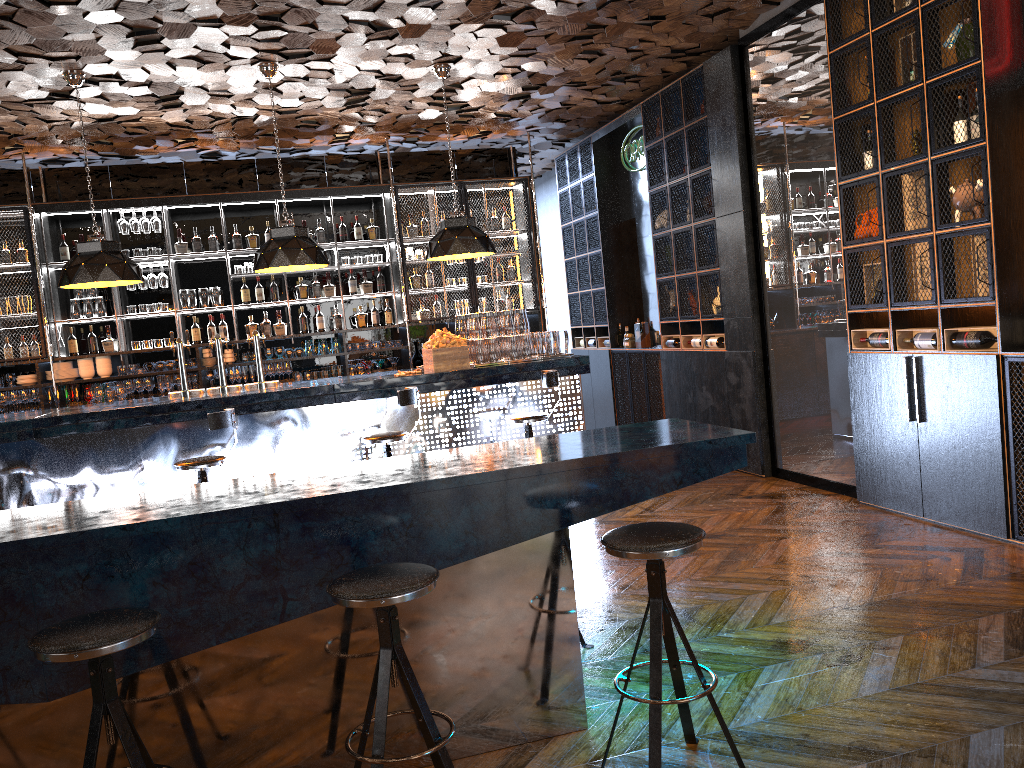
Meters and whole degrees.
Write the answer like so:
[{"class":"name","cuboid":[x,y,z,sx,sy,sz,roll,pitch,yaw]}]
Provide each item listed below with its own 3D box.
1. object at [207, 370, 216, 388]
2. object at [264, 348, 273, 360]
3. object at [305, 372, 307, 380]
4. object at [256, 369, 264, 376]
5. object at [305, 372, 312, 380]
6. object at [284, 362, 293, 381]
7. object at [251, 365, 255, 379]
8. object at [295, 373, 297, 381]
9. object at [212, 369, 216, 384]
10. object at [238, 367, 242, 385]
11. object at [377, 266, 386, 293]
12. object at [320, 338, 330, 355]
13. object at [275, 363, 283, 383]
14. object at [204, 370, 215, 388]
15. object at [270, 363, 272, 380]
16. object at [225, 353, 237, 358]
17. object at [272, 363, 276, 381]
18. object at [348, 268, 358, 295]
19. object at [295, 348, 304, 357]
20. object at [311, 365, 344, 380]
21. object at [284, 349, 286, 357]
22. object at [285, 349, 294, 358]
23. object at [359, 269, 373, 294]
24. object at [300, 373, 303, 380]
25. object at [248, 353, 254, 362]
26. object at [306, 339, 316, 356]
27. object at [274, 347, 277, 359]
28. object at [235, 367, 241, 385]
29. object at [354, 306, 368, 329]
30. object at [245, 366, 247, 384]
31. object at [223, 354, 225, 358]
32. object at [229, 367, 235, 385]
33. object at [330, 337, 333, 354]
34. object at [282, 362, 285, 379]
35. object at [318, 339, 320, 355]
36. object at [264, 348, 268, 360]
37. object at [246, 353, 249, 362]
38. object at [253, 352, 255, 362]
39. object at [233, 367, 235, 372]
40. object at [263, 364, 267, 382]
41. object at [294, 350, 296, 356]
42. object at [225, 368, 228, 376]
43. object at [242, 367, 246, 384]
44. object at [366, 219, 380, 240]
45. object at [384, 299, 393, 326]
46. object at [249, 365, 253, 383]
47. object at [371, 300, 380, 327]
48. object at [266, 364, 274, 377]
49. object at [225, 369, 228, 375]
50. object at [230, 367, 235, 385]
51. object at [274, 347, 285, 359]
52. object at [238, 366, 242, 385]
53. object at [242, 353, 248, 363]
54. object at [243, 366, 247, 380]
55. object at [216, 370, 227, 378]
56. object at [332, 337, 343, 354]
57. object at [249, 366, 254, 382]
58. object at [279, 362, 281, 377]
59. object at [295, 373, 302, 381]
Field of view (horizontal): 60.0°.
[{"class":"object","cuboid":[-3.148,-0.032,9.296,0.108,0.227,0.108,-9,5,-36]},{"class":"object","cuboid":[-2.554,-0.313,9.320,0.100,0.125,0.100,-4,4,23]},{"class":"object","cuboid":[-2.197,-0.079,9.545,0.067,0.099,0.067,-10,6,-44]},{"class":"object","cuboid":[-2.640,-0.084,9.310,0.091,0.229,0.091,-8,5,-29]},{"class":"object","cuboid":[-2.162,-0.073,9.425,0.067,0.099,0.067,-10,6,-44]},{"class":"object","cuboid":[-2.363,-0.117,9.389,0.091,0.229,0.091,-10,6,-43]},{"class":"object","cuboid":[-2.743,-0.081,9.396,0.049,0.231,0.049,-6,4,-8]},{"class":"object","cuboid":[-2.320,-0.072,9.616,0.067,0.100,0.067,-7,4,-23]},{"class":"object","cuboid":[-3.180,-0.037,9.414,0.108,0.227,0.108,-5,4,16]},{"class":"object","cuboid":[-2.875,-0.065,9.341,0.058,0.234,0.058,-4,4,18]},{"class":"object","cuboid":[-1.450,-1.151,9.793,0.086,0.299,0.086,-3,5,33]},{"class":"object","cuboid":[-1.997,-0.399,9.411,0.115,0.172,0.101,-8,5,-31]},{"class":"object","cuboid":[-2.455,-0.106,9.365,0.091,0.229,0.091,-5,4,12]},{"class":"object","cuboid":[-3.120,-0.026,9.180,0.108,0.227,0.108,-8,4,-24]},{"class":"object","cuboid":[-2.608,-0.105,9.559,0.091,0.229,0.091,-3,5,36]},{"class":"object","cuboid":[-2.945,-0.287,9.258,0.094,0.069,0.106,-4,5,26]},{"class":"object","cuboid":[-2.540,-0.105,9.460,0.091,0.229,0.091,-4,4,16]},{"class":"object","cuboid":[-1.748,-1.115,9.714,0.086,0.298,0.086,-3,5,33]},{"class":"object","cuboid":[-2.246,-0.334,9.376,0.098,0.097,0.098,-4,4,18]},{"class":"object","cuboid":[-1.997,-0.121,9.588,0.356,0.134,0.206,-6,4,-8]},{"class":"object","cuboid":[-2.426,-0.334,9.625,0.098,0.097,0.098,-8,5,-24]},{"class":"object","cuboid":[-2.347,-0.322,9.354,0.098,0.097,0.098,-9,5,-36]},{"class":"object","cuboid":[-1.606,-1.120,9.732,0.123,0.279,0.123,-8,5,-26]},{"class":"object","cuboid":[-2.280,-0.069,9.511,0.067,0.100,0.067,-7,4,-23]},{"class":"object","cuboid":[-2.730,-0.279,9.275,0.067,0.099,0.058,-4,4,20]},{"class":"object","cuboid":[-2.136,-0.383,9.382,0.115,0.172,0.101,-5,4,14]},{"class":"object","cuboid":[-2.513,-0.337,9.581,0.108,0.126,0.108,-10,6,-44]},{"class":"object","cuboid":[-2.858,-0.060,9.247,0.058,0.234,0.058,-7,4,-12]},{"class":"object","cuboid":[-1.656,-0.734,9.748,0.151,0.248,0.094,-6,4,-7]},{"class":"object","cuboid":[-2.813,-0.072,9.373,0.049,0.231,0.049,-4,4,21]},{"class":"object","cuboid":[-3.013,-0.285,9.329,0.094,0.069,0.105,-9,5,-38]},{"class":"object","cuboid":[-2.911,-0.053,9.223,0.058,0.234,0.058,-4,5,27]},{"class":"object","cuboid":[-1.940,-0.424,9.689,0.115,0.172,0.101,-6,4,-6]},{"class":"object","cuboid":[-2.448,-0.115,9.484,0.091,0.229,0.091,-7,4,-22]},{"class":"object","cuboid":[-2.036,-0.404,9.533,0.101,0.172,0.115,-5,4,14]},{"class":"object","cuboid":[-2.621,-0.323,9.551,0.100,0.125,0.100,-6,4,-2]},{"class":"object","cuboid":[-2.803,-0.280,9.385,0.058,0.099,0.067,-7,4,-13]},{"class":"object","cuboid":[-2.721,-0.288,9.386,0.058,0.099,0.067,-6,4,-3]},{"class":"object","cuboid":[-2.975,-0.064,9.456,0.058,0.234,0.058,-7,4,-13]},{"class":"object","cuboid":[-2.632,-0.094,9.435,0.091,0.229,0.091,-5,4,5]},{"class":"object","cuboid":[-2.279,-0.338,9.479,0.098,0.097,0.098,-5,4,9]},{"class":"object","cuboid":[-3.073,-0.050,9.444,0.108,0.227,0.108,-4,4,20]},{"class":"object","cuboid":[-2.786,-0.066,9.248,0.049,0.231,0.049,-6,4,-4]},{"class":"object","cuboid":[-1.526,-1.688,9.743,0.151,0.248,0.094,-5,4,13]},{"class":"object","cuboid":[-1.371,-0.793,9.827,0.080,0.299,0.080,-7,4,-13]},{"class":"object","cuboid":[-2.769,-0.082,9.449,0.049,0.231,0.049,-7,4,-13]},{"class":"object","cuboid":[-1.514,-0.778,9.802,0.086,0.298,0.086,-3,5,33]},{"class":"object","cuboid":[-2.543,-0.096,9.342,0.091,0.229,0.091,-3,5,32]},{"class":"object","cuboid":[-3.039,-0.045,9.327,0.108,0.227,0.108,-2,5,39]},{"class":"object","cuboid":[-2.932,-0.057,9.305,0.058,0.234,0.058,-5,4,7]},{"class":"object","cuboid":[-2.448,-0.326,9.351,0.108,0.126,0.108,-4,4,19]},{"class":"object","cuboid":[-2.897,-0.069,9.428,0.058,0.234,0.058,-9,5,-38]},{"class":"object","cuboid":[-2.777,-0.270,9.221,0.058,0.099,0.067,-3,5,30]},{"class":"object","cuboid":[-2.803,-0.069,9.312,0.049,0.231,0.049,-6,4,-7]},{"class":"object","cuboid":[-3.010,-0.039,9.212,0.108,0.227,0.108,-2,6,45]},{"class":"object","cuboid":[-1.872,-0.414,9.454,0.101,0.172,0.115,-5,4,14]},{"class":"object","cuboid":[-2.714,-0.075,9.268,0.049,0.231,0.049,-7,4,-20]},{"class":"object","cuboid":[-2.515,-0.116,9.583,0.091,0.229,0.091,-2,6,43]},{"class":"object","cuboid":[-2.263,-0.062,9.400,0.067,0.100,0.067,-7,4,-23]}]
